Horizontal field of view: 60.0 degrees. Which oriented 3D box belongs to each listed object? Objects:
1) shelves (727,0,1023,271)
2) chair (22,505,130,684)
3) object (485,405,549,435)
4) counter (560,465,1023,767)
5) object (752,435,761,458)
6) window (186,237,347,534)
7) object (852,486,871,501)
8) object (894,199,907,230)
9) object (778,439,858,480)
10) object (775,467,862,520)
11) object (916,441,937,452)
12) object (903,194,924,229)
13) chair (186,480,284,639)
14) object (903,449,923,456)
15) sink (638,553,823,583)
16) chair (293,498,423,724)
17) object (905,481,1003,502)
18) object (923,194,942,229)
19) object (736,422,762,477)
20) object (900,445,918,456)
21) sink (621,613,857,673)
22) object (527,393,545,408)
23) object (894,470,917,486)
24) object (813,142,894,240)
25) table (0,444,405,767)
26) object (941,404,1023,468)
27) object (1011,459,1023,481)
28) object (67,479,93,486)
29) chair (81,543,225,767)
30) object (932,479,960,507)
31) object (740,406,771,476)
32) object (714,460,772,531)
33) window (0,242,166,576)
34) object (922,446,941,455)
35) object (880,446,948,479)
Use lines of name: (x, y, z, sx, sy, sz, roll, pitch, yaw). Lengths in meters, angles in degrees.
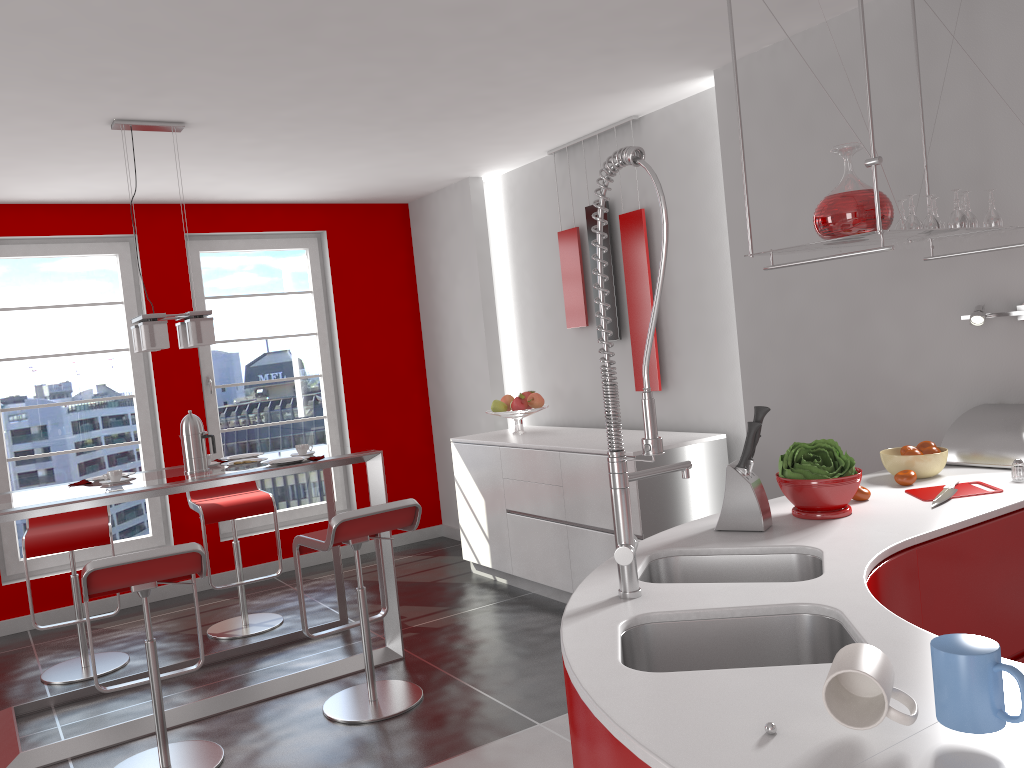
shelves: (1.152, -0.892, 2.646, 0.934, 1.023, 0.462, -7, 3, -32)
chair: (-2.247, 1.040, 4.570, 0.418, 0.857, 0.460, -7, 3, -24)
object: (0.040, 0.230, 5.519, 0.398, 0.159, 0.398, -5, 3, 17)
counter: (1.071, 0.809, 1.893, 1.868, 0.880, 2.865, -6, 3, 2)
object: (0.638, 0.233, 2.403, 0.091, 0.197, 0.009, -4, 3, 29)
window: (-1.735, -0.021, 6.364, 0.938, 2.038, 0.117, -7, 3, -32)
object: (1.016, 0.317, 2.595, 0.063, 0.048, 0.064, -4, 3, 36)
object: (1.258, -0.520, 2.856, 0.060, 0.141, 0.060, -4, 3, 35)
object: (0.843, 0.252, 2.459, 0.198, 0.182, 0.193, -7, 3, -26)
object: (0.857, 0.304, 2.467, 0.228, 0.118, 0.229, -4, 3, 29)
object: (1.357, 0.216, 2.904, 0.066, 0.058, 0.055, -3, 3, 43)
object: (1.240, -0.513, 2.745, 0.060, 0.141, 0.060, -7, 3, -32)
chair: (-1.562, 0.950, 5.025, 0.418, 0.857, 0.460, -7, 3, -30)
object: (1.278, 0.232, 2.827, 0.066, 0.049, 0.062, -7, 3, -24)
sink: (0.516, 0.522, 2.067, 0.428, 0.172, 0.326, -5, 3, 19)
chair: (-0.614, 0.912, 3.696, 0.418, 0.857, 0.460, -8, 3, -37)
object: (1.283, 0.312, 2.581, 0.266, 0.006, 0.168, -6, 3, -5)
object: (1.323, -0.524, 2.799, 0.060, 0.141, 0.060, -7, 3, -32)
object: (0.611, 0.240, 2.356, 0.130, 0.279, 0.012, -4, 3, 29)
object: (1.299, 0.227, 2.888, 0.062, 0.052, 0.065, -3, 3, 43)
sink: (0.409, 0.554, 1.593, 0.428, 0.172, 0.326, -6, 3, 7)
object: (0.153, 0.102, 5.484, 0.097, 0.101, 0.121, -4, 3, 37)
object: (1.220, 0.292, 2.748, 0.065, 0.047, 0.063, -7, 3, -32)
object: (0.952, -0.535, 2.491, 0.213, 0.266, 0.213, -6, 3, -4)
table: (-1.488, 0.911, 4.096, 1.700, 1.000, 0.800, -7, 3, -32)
object: (1.679, 0.168, 2.926, 0.300, 0.170, 0.400, -7, 3, -32)
object: (1.509, 0.256, 2.642, 0.043, 0.066, 0.042, -7, 3, -19)
object: (-1.996, 0.455, 4.081, 0.095, 0.012, 0.234, -7, 3, -33)
chair: (-1.320, 1.004, 3.257, 0.418, 0.857, 0.460, -7, 3, -27)
object: (1.246, 0.311, 2.537, 0.041, 0.008, 0.375, -4, 3, 35)
object: (0.631, 0.221, 2.375, 0.150, 0.322, 0.014, -4, 3, 29)
object: (0.616, 0.299, 2.393, 0.137, 0.178, 0.091, -4, 3, 31)
window: (-2.828, 0.122, 5.675, 0.938, 2.038, 0.117, -7, 3, -32)
object: (1.342, 0.225, 2.844, 0.066, 0.049, 0.062, -8, 3, -35)
object: (1.302, 0.259, 2.870, 0.201, 0.086, 0.201, -7, 3, -31)
